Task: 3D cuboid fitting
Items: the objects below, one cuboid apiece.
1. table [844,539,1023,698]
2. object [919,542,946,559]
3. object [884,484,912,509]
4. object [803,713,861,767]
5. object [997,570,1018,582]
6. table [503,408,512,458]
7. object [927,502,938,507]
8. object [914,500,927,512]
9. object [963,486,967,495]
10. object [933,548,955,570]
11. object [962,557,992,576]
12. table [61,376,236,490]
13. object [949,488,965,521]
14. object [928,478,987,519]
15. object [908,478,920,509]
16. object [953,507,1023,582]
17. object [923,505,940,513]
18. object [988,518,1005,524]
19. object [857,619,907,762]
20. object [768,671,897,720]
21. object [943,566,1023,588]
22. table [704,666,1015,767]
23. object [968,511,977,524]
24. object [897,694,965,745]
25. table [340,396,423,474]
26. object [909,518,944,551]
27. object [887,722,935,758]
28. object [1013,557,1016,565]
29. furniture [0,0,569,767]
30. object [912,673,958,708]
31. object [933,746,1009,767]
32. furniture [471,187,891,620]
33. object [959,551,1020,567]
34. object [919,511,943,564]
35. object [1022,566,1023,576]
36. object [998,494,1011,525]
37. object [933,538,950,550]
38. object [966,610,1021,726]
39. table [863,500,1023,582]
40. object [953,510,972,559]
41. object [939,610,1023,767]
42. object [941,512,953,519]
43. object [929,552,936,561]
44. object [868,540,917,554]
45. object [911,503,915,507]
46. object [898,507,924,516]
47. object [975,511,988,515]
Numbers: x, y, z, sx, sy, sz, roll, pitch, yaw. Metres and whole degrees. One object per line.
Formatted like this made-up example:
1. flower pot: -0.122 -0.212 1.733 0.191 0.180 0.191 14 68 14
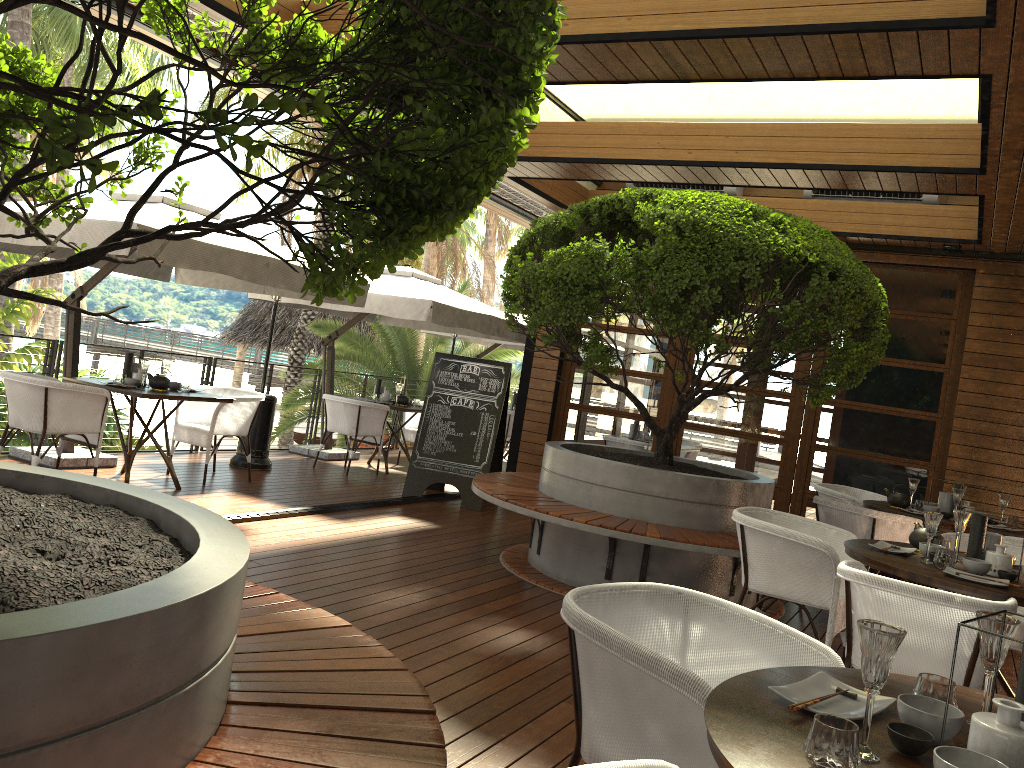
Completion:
1. table: 2.067 1.216 4.028 1.166 0.749 1.166 9 1 -4
2. object: 1.966 0.787 4.154 0.116 0.065 0.116 9 1 40
3. object: 2.886 0.834 6.603 0.163 0.179 0.168 9 0 -24
4. object: 0.524 0.595 1.450 0.086 0.086 0.086 9 0 5
5. object: 2.124 0.828 3.803 0.080 0.042 0.080 9 1 -7
6. table: 0.167 0.788 13.063 0.932 0.749 0.930 9 0 28
7. object: 3.175 0.934 6.738 0.116 0.065 0.116 9 1 38
8. object: 3.006 0.901 6.522 0.086 0.086 0.086 9 0 27
9. object: 3.416 0.886 6.776 0.082 0.227 0.082 9 0 -22
10. object: 1.899 0.770 3.892 0.086 0.086 0.086 9 0 -9
11. object: 2.019 0.800 3.856 0.116 0.065 0.116 8 1 -38
12. table: -2.931 0.402 7.061 0.932 0.749 0.930 9 0 28
13. object: 3.128 0.850 6.244 0.082 0.227 0.082 9 0 -22
14. object: 3.258 0.851 6.499 0.263 0.264 0.264 9 0 -27
15. object: 3.008 0.825 6.667 0.082 0.227 0.082 9 0 -38
16. object: 2.166 0.720 4.015 0.264 0.264 0.263 9 0 31
17. object: 3.030 0.917 6.411 0.116 0.065 0.116 9 1 -2
18. object: 3.549 1.013 6.662 0.170 0.025 0.295 8 1 -23
19. object: 0.631 0.536 1.552 0.082 0.227 0.082 9 0 -44
20. object: 0.635 0.638 1.786 0.294 0.025 0.170 8 1 -45
21. object: 1.956 0.813 3.681 0.295 0.025 0.170 9 1 31
22. table: 0.864 1.068 1.524 1.166 0.749 1.165 9 1 8
23. object: 3.218 0.938 6.215 0.086 0.086 0.086 9 0 22
24. object: 0.792 0.644 1.686 0.116 0.065 0.116 9 1 -19
25. table: -1.382 0.595 10.062 0.932 0.749 0.930 9 0 28
26. object: 2.055 0.739 4.386 0.168 0.179 0.163 9 0 38
27. object: 0.714 0.645 1.594 0.080 0.042 0.080 9 1 44
28. object: 2.318 0.841 4.198 0.116 0.065 0.116 8 1 -38
29. furniture: -1.306 -0.242 1.643 2.618 2.723 2.692 9 0 18
30. object: 0.856 0.641 1.798 0.086 0.086 0.086 9 0 0
31. object: 0.736 0.639 1.424 0.116 0.065 0.116 8 1 -42
32. furniture: 1.126 0.064 6.204 2.568 2.723 2.720 9 0 -7
33. object: 2.344 0.862 4.379 0.295 0.025 0.170 9 1 31
34. object: 1.882 0.692 3.994 0.082 0.227 0.082 9 0 37
35. object: 2.284 0.840 3.863 0.116 0.065 0.116 9 1 40
36. object: 3.529 0.909 6.378 0.082 0.227 0.082 9 0 -38
37. object: 2.049 0.788 4.235 0.086 0.086 0.086 9 0 -4
38. object: 0.972 0.584 1.802 0.082 0.227 0.082 9 0 39
39. table: 3.135 1.343 6.501 1.166 0.749 1.166 9 1 -4
40. object: 2.177 0.732 4.317 0.082 0.227 0.082 9 0 20
41. object: 0.928 0.567 1.520 0.264 0.264 0.263 9 0 45
42. object: 3.107 0.942 6.339 0.080 0.042 0.080 9 1 6
43. object: 1.945 0.797 4.050 0.080 0.042 0.080 9 1 5
44. object: 1.794 0.780 4.194 0.170 0.025 0.294 9 1 36
45. object: 3.034 0.931 6.856 0.294 0.025 0.170 8 1 -27
46. object: 2.906 0.920 6.285 0.170 0.025 0.295 8 1 -23
47. object: 3.441 0.978 6.535 0.116 0.065 0.116 9 1 -2
